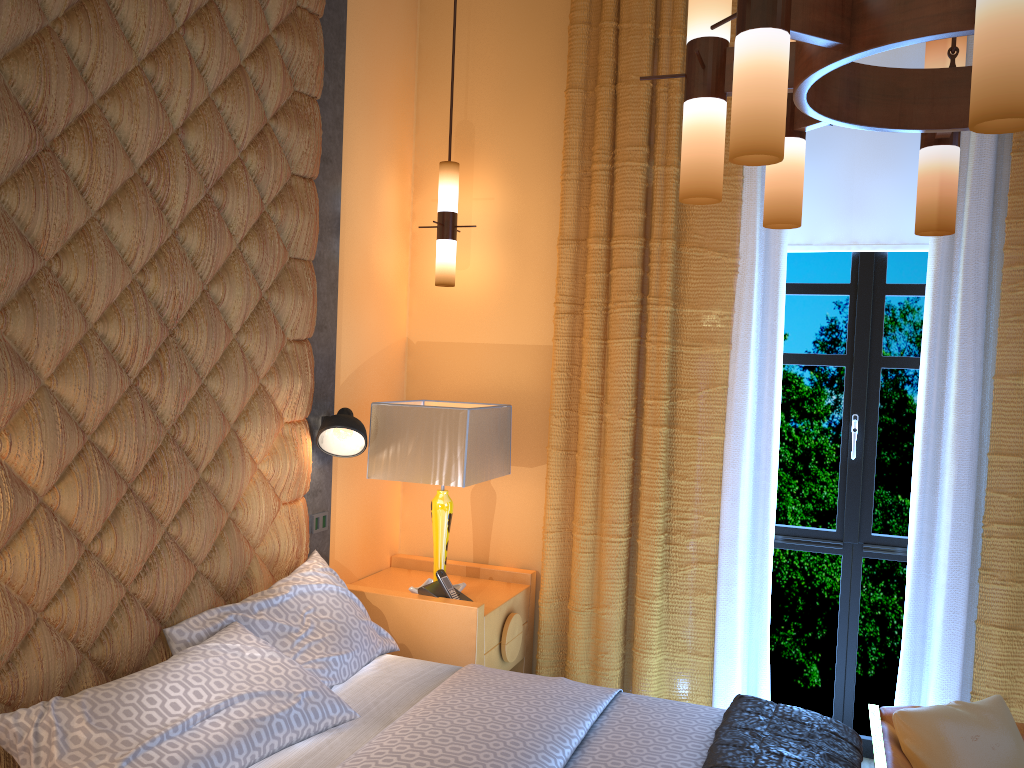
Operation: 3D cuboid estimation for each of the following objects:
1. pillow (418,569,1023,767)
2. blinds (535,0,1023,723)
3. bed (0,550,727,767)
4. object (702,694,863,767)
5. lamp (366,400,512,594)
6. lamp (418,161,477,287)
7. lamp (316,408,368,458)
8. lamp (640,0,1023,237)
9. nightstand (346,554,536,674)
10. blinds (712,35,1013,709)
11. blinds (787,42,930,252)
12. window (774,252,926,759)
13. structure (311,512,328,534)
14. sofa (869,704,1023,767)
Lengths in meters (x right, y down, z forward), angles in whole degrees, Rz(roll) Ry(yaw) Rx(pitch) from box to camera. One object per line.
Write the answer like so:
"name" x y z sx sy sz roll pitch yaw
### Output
"pillow" 0.706 0.994 2.665 1.147 0.407 2.625 2 1 -28
"blinds" 1.325 -0.484 3.303 2.450 4.150 0.134 3 3 20
"bed" -0.148 1.085 2.336 2.106 0.825 1.888 3 2 20
"object" 0.612 1.017 2.045 0.405 0.105 1.460 3 1 20
"lamp" -0.291 0.480 3.627 0.424 0.803 0.505 3 2 20
"lamp" -0.282 -0.693 3.861 0.199 0.532 0.199 1 3 -25
"lamp" -0.478 0.205 3.438 0.568 0.218 0.231 2 2 -22
"lamp" 0.878 -1.436 1.605 1.140 2.170 1.141 4 3 43
"nightstand" -0.332 1.163 3.760 0.720 0.691 0.680 3 2 20
"blinds" 1.317 -0.464 3.395 2.050 4.079 0.236 3 3 18
"blinds" 1.497 -0.982 3.644 1.200 0.874 0.013 3 3 20
"window" 1.458 0.080 3.700 1.200 3.003 0.130 3 3 20
"structure" -0.747 0.537 3.438 0.016 0.071 0.103 3 2 20
"sofa" 1.136 1.284 1.945 0.650 0.641 1.614 3 2 20
